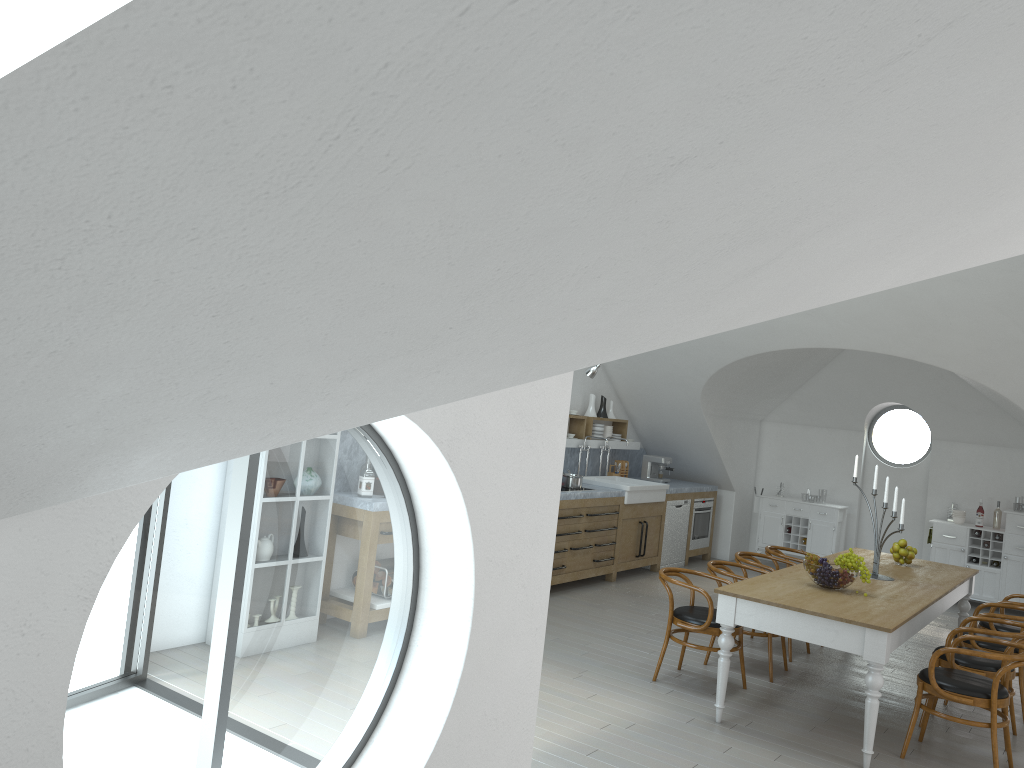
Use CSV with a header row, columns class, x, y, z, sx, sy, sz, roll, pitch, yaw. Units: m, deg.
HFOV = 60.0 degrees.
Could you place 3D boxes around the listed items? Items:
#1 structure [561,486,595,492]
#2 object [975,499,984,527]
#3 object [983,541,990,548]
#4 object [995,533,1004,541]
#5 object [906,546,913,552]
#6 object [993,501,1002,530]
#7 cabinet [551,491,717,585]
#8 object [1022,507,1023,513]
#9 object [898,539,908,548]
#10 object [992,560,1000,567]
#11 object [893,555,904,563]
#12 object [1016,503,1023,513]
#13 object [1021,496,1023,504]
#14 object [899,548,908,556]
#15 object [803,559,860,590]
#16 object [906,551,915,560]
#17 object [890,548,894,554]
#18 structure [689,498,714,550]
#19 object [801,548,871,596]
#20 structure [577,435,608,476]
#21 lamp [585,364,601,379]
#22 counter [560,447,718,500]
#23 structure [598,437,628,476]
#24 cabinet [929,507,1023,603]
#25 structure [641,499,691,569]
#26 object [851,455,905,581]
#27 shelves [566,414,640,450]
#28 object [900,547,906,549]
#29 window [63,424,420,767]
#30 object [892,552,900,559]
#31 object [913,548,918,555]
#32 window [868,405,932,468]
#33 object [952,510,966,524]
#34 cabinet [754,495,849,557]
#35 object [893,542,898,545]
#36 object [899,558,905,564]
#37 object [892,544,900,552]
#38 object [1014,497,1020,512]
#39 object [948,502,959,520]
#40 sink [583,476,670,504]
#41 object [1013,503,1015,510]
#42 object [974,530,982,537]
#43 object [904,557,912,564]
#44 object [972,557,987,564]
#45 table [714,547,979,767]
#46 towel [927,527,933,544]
class,x,y,z,sx,sy,sz,roll,pitch,yaw
structure,0.406,1.057,9.015,0.648,0.041,0.735,6,-1,35
object,5.488,1.511,10.388,0.081,0.330,0.081,5,-3,31
object,5.525,1.860,10.288,0.085,0.085,0.330,5,-1,35
object,5.615,1.762,10.219,0.088,0.085,0.359,5,-1,35
object,3.259,1.356,7.268,0.053,0.057,0.058,8,-2,-40
object,5.632,1.525,10.279,0.085,0.331,0.085,7,-2,-6
cabinet,0.410,1.619,9.165,1.005,1.023,6.414,5,-1,35
object,5.841,1.428,10.120,0.077,0.085,0.077,5,-2,43
object,3.216,1.312,7.294,0.072,0.074,0.072,5,-2,35
object,5.581,2.064,10.212,0.081,0.081,0.358,5,-1,33
object,3.194,1.437,7.324,0.080,0.074,0.078,7,-2,-10
object,5.771,1.409,10.072,0.081,0.105,0.081,7,-2,-17
object,5.907,1.389,10.239,0.054,0.179,0.054,5,-3,29
object,3.192,1.373,7.227,0.071,0.064,0.072,5,-2,29
object,2.097,1.268,5.837,0.360,0.160,0.359,6,-1,16
object,3.251,1.400,7.233,0.071,0.072,0.070,6,-2,0
object,3.167,1.384,7.350,0.062,0.059,0.062,5,-2,39
structure,2.162,1.736,11.365,0.631,0.637,0.631,5,-2,35
object,2.117,1.206,5.814,0.393,0.285,0.292,6,-2,-1
structure,0.916,0.854,10.027,0.333,0.530,0.213,6,-2,16
lamp,0.820,-0.140,8.914,0.169,0.176,0.112,5,-2,27
counter,0.525,0.808,9.274,0.963,0.620,6.560,5,-1,35
structure,1.195,0.891,10.425,0.333,0.530,0.213,6,-2,16
cabinet,5.530,2.017,10.325,1.244,1.155,0.608,5,-2,35
structure,1.717,1.773,10.747,0.599,0.824,0.722,5,-2,35
object,2.733,0.990,6.620,0.266,0.876,0.773,6,-2,9
shelves,0.142,-0.047,9.023,0.480,1.363,5.538,5,-1,30
object,3.227,1.361,7.328,0.053,0.051,0.052,6,-2,6
window,-0.810,0.729,2.718,0.104,1.472,1.467,5,-2,35
object,3.151,1.407,7.267,0.060,0.056,0.059,5,-2,30
object,3.305,1.378,7.297,0.063,0.063,0.062,6,-2,-2
window,5.018,0.675,11.423,0.901,0.901,0.060,5,-3,35
object,5.288,1.576,10.489,0.157,0.160,0.154,7,-2,-27
cabinet,3.683,1.895,11.396,1.136,0.790,0.495,5,-2,35
object,3.200,1.343,7.372,0.062,0.060,0.062,5,-2,36
object,3.193,1.450,7.256,0.050,0.050,0.051,5,-2,39
object,3.162,1.353,7.294,0.066,0.071,0.072,6,-2,5
object,5.787,1.380,10.154,0.048,0.169,0.048,7,-3,-22
object,5.339,1.540,10.731,0.115,0.209,0.065,5,-3,37
sink,1.230,1.193,10.021,0.728,0.202,1.018,6,-1,35
object,5.829,1.424,10.212,0.094,0.093,0.093,7,-2,-22
object,5.451,1.741,10.346,0.093,0.094,0.358,5,-2,36
object,3.256,1.451,7.286,0.063,0.063,0.063,8,-2,-44
object,5.444,2.048,10.318,0.156,0.085,0.330,5,-1,36
table,2.554,1.807,6.440,1.019,0.800,3.341,5,-1,35
towel,5.071,1.831,10.732,0.049,0.204,0.149,5,-3,36
